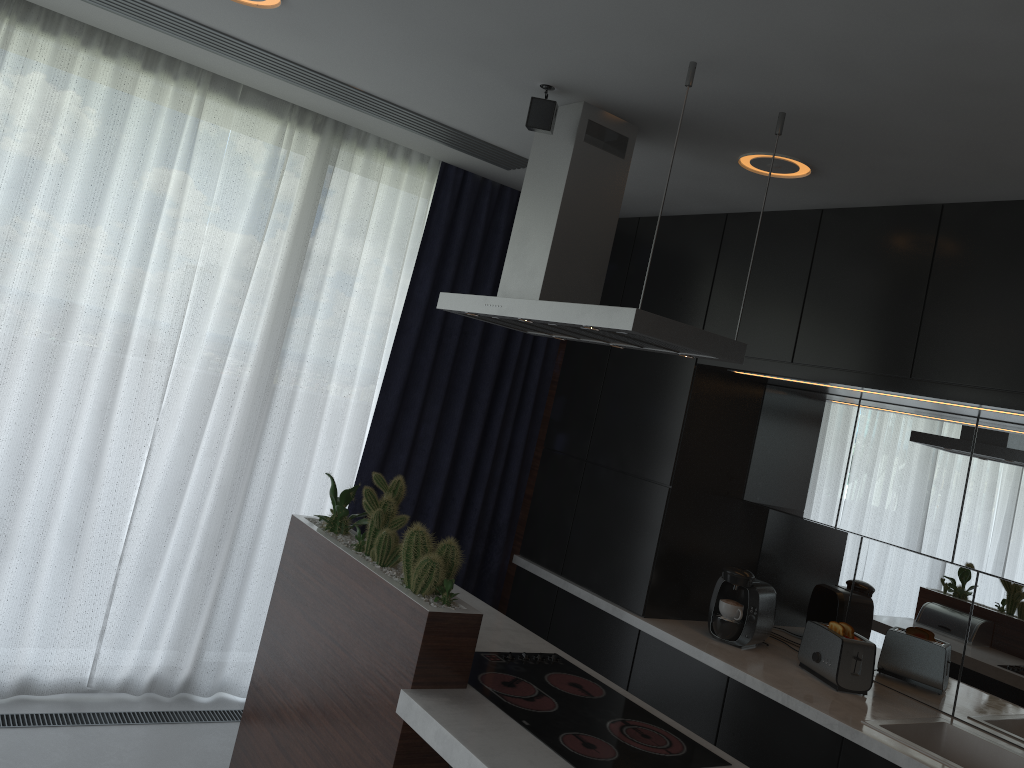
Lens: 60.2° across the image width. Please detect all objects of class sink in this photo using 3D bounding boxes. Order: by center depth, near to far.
[{"bbox_3d":[1.615,1.199,2.752,0.498,0.495,0.858,15,-2,-34],"label":"sink"}]

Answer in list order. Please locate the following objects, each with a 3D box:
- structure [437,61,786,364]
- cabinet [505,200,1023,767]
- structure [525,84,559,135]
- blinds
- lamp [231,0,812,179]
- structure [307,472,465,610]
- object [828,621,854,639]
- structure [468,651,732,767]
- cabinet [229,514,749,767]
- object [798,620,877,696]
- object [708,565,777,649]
[{"bbox_3d":[0.281,-0.532,2.884,0.441,0.764,1.050,16,-3,-34],"label":"structure"},{"bbox_3d":[1.377,0.650,3.305,0.697,2.569,3.499,16,-3,-35],"label":"cabinet"},{"bbox_3d":[0.101,-0.885,2.870,0.085,0.143,0.113,13,-3,6],"label":"structure"},{"bbox_3d":[-0.453,0.107,0.199,5.741,2.789,7.175,14,-1,-31],"label":"blinds"},{"bbox_3d":[2.113,-0.459,2.085,5.387,0.085,9.467,13,0,42],"label":"lamp"},{"bbox_3d":[-0.415,0.433,2.819,0.220,0.288,1.006,15,-2,-32],"label":"structure"},{"bbox_3d":[0.987,0.973,2.603,0.141,0.223,1.858,12,-1,20],"label":"object"},{"bbox_3d":[0.156,0.907,2.474,0.499,0.057,0.768,13,0,-34],"label":"structure"},{"bbox_3d":[0.482,0.441,2.055,0.777,2.567,3.355,16,-3,-35],"label":"cabinet"},{"bbox_3d":[1.251,1.053,3.421,0.175,0.196,0.260,14,-2,-14],"label":"object"},{"bbox_3d":[0.967,0.929,3.721,0.216,0.314,0.266,10,-4,41],"label":"object"}]
